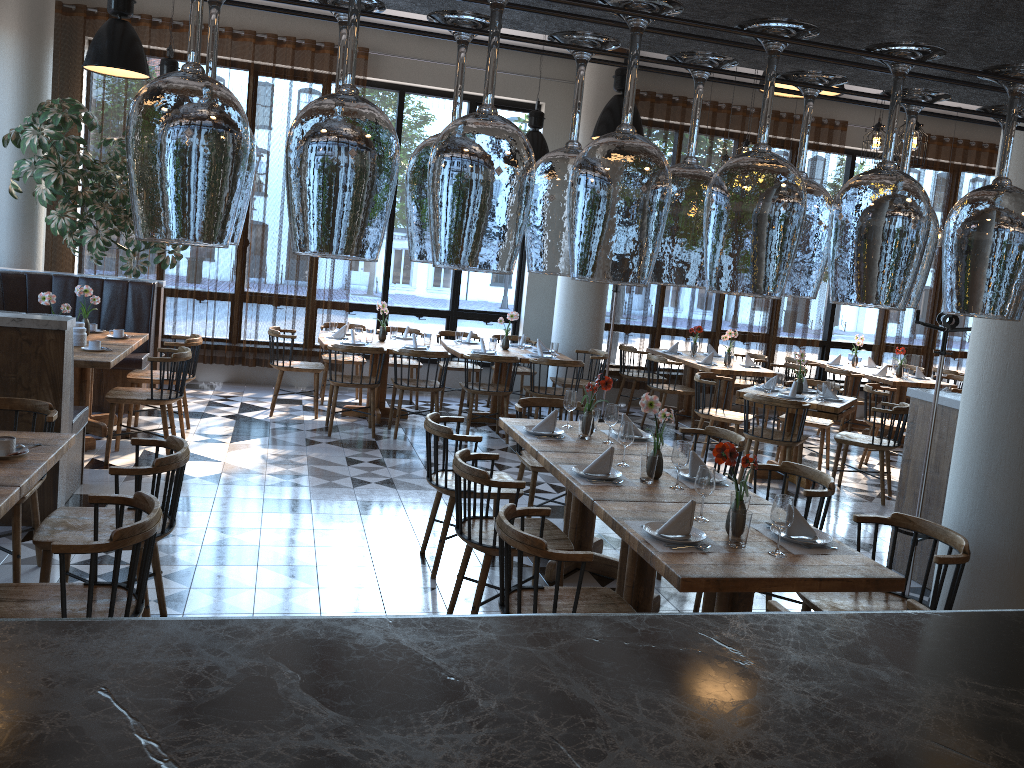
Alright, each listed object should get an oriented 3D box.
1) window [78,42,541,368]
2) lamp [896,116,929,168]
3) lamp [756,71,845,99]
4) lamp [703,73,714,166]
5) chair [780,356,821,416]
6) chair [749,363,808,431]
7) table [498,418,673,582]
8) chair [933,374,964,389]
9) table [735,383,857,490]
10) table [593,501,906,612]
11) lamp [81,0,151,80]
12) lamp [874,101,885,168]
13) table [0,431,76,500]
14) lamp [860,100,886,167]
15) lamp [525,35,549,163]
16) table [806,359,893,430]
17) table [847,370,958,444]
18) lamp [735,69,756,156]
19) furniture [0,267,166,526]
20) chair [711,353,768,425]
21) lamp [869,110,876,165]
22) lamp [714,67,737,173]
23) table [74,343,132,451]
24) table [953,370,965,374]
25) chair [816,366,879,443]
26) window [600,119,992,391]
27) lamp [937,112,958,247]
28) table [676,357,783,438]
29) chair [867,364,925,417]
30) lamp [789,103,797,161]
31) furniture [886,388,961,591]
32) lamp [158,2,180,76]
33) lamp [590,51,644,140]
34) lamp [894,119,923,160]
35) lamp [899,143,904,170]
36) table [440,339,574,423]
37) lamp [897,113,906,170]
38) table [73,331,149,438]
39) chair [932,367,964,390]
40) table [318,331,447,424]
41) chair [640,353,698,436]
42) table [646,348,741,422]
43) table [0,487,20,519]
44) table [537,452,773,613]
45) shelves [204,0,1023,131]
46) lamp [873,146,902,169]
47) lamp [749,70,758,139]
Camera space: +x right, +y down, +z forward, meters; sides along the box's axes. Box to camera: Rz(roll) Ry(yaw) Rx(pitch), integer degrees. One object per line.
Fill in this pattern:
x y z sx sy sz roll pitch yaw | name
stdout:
-2.187 -1.906 10.042 4.962 3.152 0.367 4 6 -15 | window
2.804 -2.500 5.915 0.175 2.061 0.176 2 7 -30 | lamp
1.396 -2.245 3.916 0.390 1.856 0.392 1 8 -37 | lamp
2.242 -2.852 10.240 0.078 1.955 0.078 1 8 -39 | lamp
3.611 0.093 10.909 0.549 0.813 0.522 4 7 -15 | chair
2.952 0.182 9.870 0.549 0.813 0.522 4 7 -15 | chair
0.398 0.671 5.047 0.849 0.760 0.855 4 8 -15 | table
5.077 0.308 10.428 0.549 0.813 0.522 4 7 -15 | chair
2.465 0.468 7.790 0.867 0.760 0.866 10 8 30 | table
0.814 0.954 3.405 0.849 0.760 0.855 4 8 -15 | table
-2.320 -2.815 5.308 0.390 1.856 0.392 4 6 -12 | lamp
3.733 -2.887 8.860 0.175 2.061 0.176 5 6 -7 | lamp
-2.282 0.642 3.461 0.849 0.760 0.855 4 8 -15 | table
2.728 -2.613 6.335 0.175 2.061 0.176 5 6 -8 | lamp
0.277 -3.007 8.332 0.390 1.856 0.392 1 8 -37 | lamp
4.235 0.156 11.081 0.849 0.760 0.855 4 8 -15 | table
4.443 0.298 10.258 0.849 0.760 0.855 4 8 -15 | table
2.249 -2.983 8.134 0.175 2.061 0.176 2 7 -29 | lamp
-3.864 -0.161 6.522 1.916 1.145 4.061 4 8 -15 | furniture
2.746 0.042 10.682 0.549 0.813 0.522 4 7 -15 | chair
4.348 -2.734 10.792 0.078 1.955 0.078 5 6 -7 | lamp
2.147 -2.947 8.508 0.175 2.061 0.175 9 7 28 | lamp
-3.235 0.134 6.266 0.849 0.760 0.855 4 8 -15 | table
6.315 0.280 11.628 0.849 0.760 0.855 4 8 -15 | table
3.817 0.233 10.098 0.549 0.813 0.522 4 7 -15 | chair
0.387 -1.595 9.645 15.128 3.151 4.515 -1 10 -38 | window
5.468 -2.702 11.082 0.078 1.955 0.078 3 7 -25 | lamp
2.319 0.172 9.700 0.849 0.760 0.855 4 8 -15 | table
4.871 0.168 11.240 0.549 0.813 0.522 4 7 -15 | chair
3.302 -2.684 10.532 0.078 1.955 0.078 8 7 25 | lamp
5.834 0.938 5.527 6.582 1.145 1.929 3 8 -15 | furniture
-2.876 -3.194 7.504 0.390 1.856 0.392 5 6 -2 | lamp
0.834 -2.628 6.136 0.390 1.856 0.392 2 7 -27 | lamp
2.929 -2.640 6.264 0.175 2.061 0.176 6 6 3 | lamp
3.801 -2.775 8.439 0.175 2.061 0.176 2 7 -29 | lamp
-0.105 0.027 9.069 1.213 0.760 1.222 4 8 -11 | table
3.934 -2.914 8.786 0.175 2.061 0.176 6 6 4 | lamp
-3.443 -0.007 7.087 0.849 0.760 0.855 4 8 -15 | table
5.691 0.217 11.455 0.549 0.813 0.522 4 7 -15 | chair
-1.322 -0.045 8.749 1.213 0.760 1.222 4 8 -11 | table
1.692 0.107 9.539 0.549 0.813 0.522 4 7 -15 | chair
2.110 0.030 10.523 0.849 0.760 0.855 4 8 -15 | table
-2.073 0.784 2.639 0.849 0.760 0.855 4 8 -15 | table
0.606 0.812 4.227 0.849 0.760 0.855 4 8 -15 | table
-0.165 -1.182 0.489 5.859 1.788 0.685 3 7 -15 | shelves
2.729 -2.408 6.140 0.175 2.061 0.176 6 6 3 | lamp
2.300 -2.781 8.377 0.175 2.061 0.176 2 7 -29 | lamp
